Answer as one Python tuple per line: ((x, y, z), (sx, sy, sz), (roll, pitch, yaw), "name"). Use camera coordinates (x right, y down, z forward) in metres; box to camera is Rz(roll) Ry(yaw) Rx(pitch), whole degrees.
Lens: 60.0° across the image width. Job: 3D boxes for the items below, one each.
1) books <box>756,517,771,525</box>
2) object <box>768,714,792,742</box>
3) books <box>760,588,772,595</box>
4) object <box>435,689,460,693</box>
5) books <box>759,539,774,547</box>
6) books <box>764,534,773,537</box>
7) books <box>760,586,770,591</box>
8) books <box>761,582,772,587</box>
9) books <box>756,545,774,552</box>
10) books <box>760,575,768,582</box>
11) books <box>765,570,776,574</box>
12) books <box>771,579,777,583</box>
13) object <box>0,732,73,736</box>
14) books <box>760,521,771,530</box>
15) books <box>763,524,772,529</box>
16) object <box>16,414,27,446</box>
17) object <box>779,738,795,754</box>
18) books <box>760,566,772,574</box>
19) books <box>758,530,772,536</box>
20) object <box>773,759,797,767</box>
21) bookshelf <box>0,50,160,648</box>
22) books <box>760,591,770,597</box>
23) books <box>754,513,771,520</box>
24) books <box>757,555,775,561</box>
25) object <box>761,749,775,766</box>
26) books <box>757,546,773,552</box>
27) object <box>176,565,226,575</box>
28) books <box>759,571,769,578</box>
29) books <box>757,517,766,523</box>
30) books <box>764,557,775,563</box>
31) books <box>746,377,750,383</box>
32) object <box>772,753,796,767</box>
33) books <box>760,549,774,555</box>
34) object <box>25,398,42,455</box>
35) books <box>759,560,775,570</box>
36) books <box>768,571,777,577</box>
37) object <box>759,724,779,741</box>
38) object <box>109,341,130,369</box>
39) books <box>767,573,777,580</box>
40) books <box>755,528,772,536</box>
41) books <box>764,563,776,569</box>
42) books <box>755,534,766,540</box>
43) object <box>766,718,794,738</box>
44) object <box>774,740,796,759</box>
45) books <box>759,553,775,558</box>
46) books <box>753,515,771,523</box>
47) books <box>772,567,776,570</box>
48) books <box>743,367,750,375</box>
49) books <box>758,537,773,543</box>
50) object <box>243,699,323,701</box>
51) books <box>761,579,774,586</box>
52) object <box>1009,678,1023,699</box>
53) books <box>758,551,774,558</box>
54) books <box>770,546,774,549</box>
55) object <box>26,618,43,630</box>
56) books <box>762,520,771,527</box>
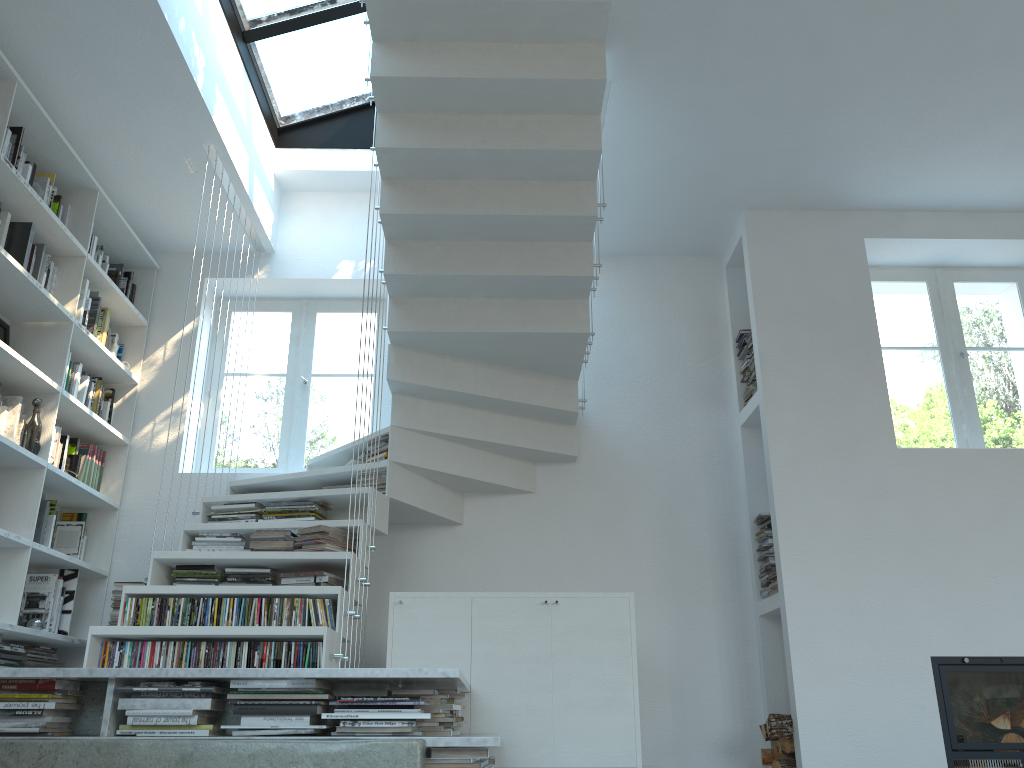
((1.463, 0.735, 4.741), (0.262, 0.006, 0.185), (2, -21, -5), "books")
((1.463, 1.721, 4.429), (0.332, 0.140, 0.141), (0, -21, -1), "object")
((1.459, 1.082, 4.625), (0.290, 0.013, 0.157), (2, -21, -5), "books")
((-0.286, 1.142, 3.308), (0.177, 0.030, 0.285), (0, -21, -1), "object")
((1.463, 0.851, 4.699), (0.262, 0.023, 0.201), (0, -21, -1), "books")
((1.462, 0.820, 4.727), (0.254, 0.006, 0.161), (0, -21, 1), "books")
((1.459, 1.070, 4.623), (0.291, 0.007, 0.175), (1, -21, -4), "books")
((1.459, 1.047, 4.634), (0.285, 0.006, 0.160), (-1, -21, 4), "books")
((1.462, 0.873, 4.714), (0.295, 0.007, 0.146), (0, -21, 1), "books")
((1.459, 1.017, 4.646), (0.282, 0.010, 0.170), (-1, -21, 2), "books")
((1.417, 0.943, 4.444), (0.264, 0.005, 0.115), (1, -21, -2), "books")
((1.416, 0.986, 4.436), (0.207, 0.009, 0.122), (-1, -21, 3), "books")
((-1.394, 0.982, 2.489), (0.266, 0.010, 0.145), (2, -21, -5), "object")
((1.463, 0.757, 4.736), (0.225, 0.005, 0.193), (1, -21, -2), "books")
((1.462, 0.778, 4.748), (0.218, 0.025, 0.142), (-1, -21, 4), "books")
((-2.348, 0.243, 4.083), (0.179, 0.211, 0.022), (0, -21, -1), "object")
((1.507, 1.712, 4.222), (0.434, 0.103, 0.141), (2, -21, -5), "object")
((1.459, 0.976, 4.662), (0.282, 0.016, 0.162), (-1, -21, 3), "books")
((1.462, 0.805, 4.737), (0.263, 0.017, 0.157), (0, -21, 0), "books")
((1.441, 1.817, 4.175), (0.393, 0.092, 0.129), (2, -21, -5), "object")
((-2.259, -0.387, 1.904), (0.330, 3.129, 6.323), (0, -21, -1), "bookshelf")
((1.458, 1.097, 4.635), (0.293, 0.008, 0.133), (-1, -21, 2), "books")
((1.463, 0.713, 4.762), (0.290, 0.008, 0.161), (-1, -21, 3), "books")
((1.459, 0.921, 4.692), (0.285, 0.008, 0.160), (0, -21, 0), "books")
((1.427, 1.852, 4.393), (0.406, 0.086, 0.088), (1, -21, -3), "object")
((1.462, 0.880, 4.715), (0.290, 0.005, 0.127), (2, -21, -6), "books")
((-1.356, 0.814, 3.876), (0.174, 0.025, 0.162), (-1, -21, 3), "object")
((1.459, 1.003, 4.661), (0.285, 0.012, 0.160), (1, -21, -2), "books")
((1.462, 0.738, 4.772), (0.254, 0.010, 0.139), (1, -21, -2), "books")
((1.458, 0.938, 4.688), (0.222, 0.028, 0.141), (-1, -21, 4), "books")
((1.465, -0.028, 5.038), (0.236, 0.015, 0.151), (-1, -21, 2), "books")
((1.429, 1.887, 4.252), (0.405, 0.224, 0.068), (3, -21, -8), "object")
((1.462, 0.896, 4.699), (0.254, 0.012, 0.161), (1, -21, -3), "books")
((-2.210, 0.210, 4.096), (0.075, 0.287, 0.087), (-13, -24, 32), "object")
((1.459, 0.953, 4.665), (0.263, 0.016, 0.193), (0, -21, -1), "books")
((1.416, 0.955, 4.456), (0.225, 0.011, 0.143), (0, -21, 1), "books")
((1.437, 1.699, 4.352), (0.417, 0.100, 0.110), (0, -21, 1), "object")
((-2.235, -0.153, 4.988), (0.095, 0.136, 0.204), (-5, -22, 14), "object")
((1.416, 0.969, 4.458), (0.219, 0.013, 0.158), (1, -21, -3), "books")
((1.462, 0.792, 4.738), (0.285, 0.008, 0.160), (1, -21, -3), "books")
((1.416, 0.919, 4.469), (0.252, 0.006, 0.142), (0, -21, 1), "books")
((1.462, 0.820, 4.743), (0.295, 0.007, 0.136), (1, -21, -2), "books")
((1.405, 1.619, 4.164), (0.442, 0.094, 0.096), (1, -21, -4), "object")
((1.453, 1.801, 4.324), (0.328, 0.151, 0.133), (1, -21, -4), "object")
((1.462, 0.915, 4.702), (0.266, 0.010, 0.145), (1, -21, -2), "books")
((1.462, 0.727, 4.774), (0.295, 0.011, 0.137), (0, -21, 1), "books")
((1.416, 0.932, 4.472), (0.174, 0.017, 0.154), (-1, -21, 3), "books")
((1.467, -0.081, 5.057), (0.249, 0.006, 0.190), (1, -21, -3), "books")
((1.462, 0.831, 4.735), (0.269, 0.009, 0.132), (-1, -21, 2), "books")
((-0.652, 0.907, 2.538), (0.203, 0.006, 0.142), (1, -21, -3), "object")
((1.459, 1.039, 4.637), (0.285, 0.012, 0.160), (-1, -21, 4), "books")
((1.879, 1.134, 2.858), (0.436, 0.519, 0.310), (-11, -23, 27), "object")
((1.463, 0.901, 4.686), (0.289, 0.005, 0.170), (-1, -21, 3), "books")
((1.463, 0.881, 4.693), (0.206, 0.012, 0.184), (0, -21, 1), "books")
((-2.258, 1.143, 4.193), (0.071, 0.072, 0.072), (18, -27, -39), "object")
((1.462, 0.751, 4.749), (0.203, 0.018, 0.160), (2, -21, -6), "books")
